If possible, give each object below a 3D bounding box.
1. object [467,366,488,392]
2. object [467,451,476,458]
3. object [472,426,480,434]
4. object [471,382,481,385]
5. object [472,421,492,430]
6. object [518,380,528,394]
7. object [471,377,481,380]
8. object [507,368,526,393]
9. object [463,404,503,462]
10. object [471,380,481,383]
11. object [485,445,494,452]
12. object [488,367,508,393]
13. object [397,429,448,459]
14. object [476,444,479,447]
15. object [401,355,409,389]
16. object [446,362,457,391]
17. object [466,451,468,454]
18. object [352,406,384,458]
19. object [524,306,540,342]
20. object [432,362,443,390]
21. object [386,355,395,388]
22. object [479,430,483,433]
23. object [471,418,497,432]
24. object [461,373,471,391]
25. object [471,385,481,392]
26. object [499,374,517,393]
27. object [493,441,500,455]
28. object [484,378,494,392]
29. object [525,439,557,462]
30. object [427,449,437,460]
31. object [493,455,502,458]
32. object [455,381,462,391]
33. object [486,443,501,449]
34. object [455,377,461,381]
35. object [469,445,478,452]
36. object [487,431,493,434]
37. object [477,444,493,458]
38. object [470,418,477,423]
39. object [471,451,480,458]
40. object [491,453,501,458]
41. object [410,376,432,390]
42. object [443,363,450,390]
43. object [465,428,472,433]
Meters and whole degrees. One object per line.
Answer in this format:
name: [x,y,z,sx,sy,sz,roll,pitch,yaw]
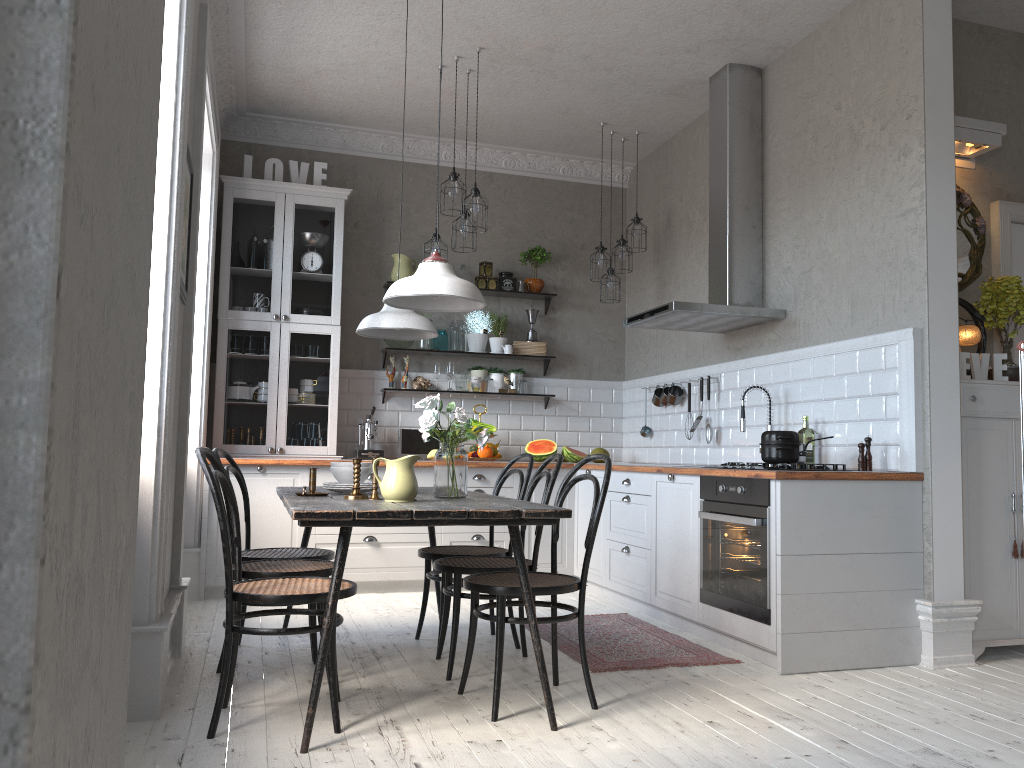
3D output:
object: [-0.270,-0.039,6.799,0.160,0.217,0.153,5,-6,-37]
object: [-0.306,0.521,6.489,0.084,0.057,0.089,0,-5,15]
object: [-0.265,0.341,6.461,0.059,0.069,0.079,1,-5,2]
object: [-0.270,0.017,6.663,0.078,0.051,0.076,3,-5,-24]
object: [-0.208,0.320,6.598,0.180,0.096,0.088,1,-5,2]
object: [0.083,0.023,6.810,0.079,0.108,0.076,3,-5,-24]
object: [-0.270,-0.026,6.667,0.079,0.051,0.076,4,-5,-31]
object: [0.034,-0.019,6.916,0.161,0.213,0.151,3,-5,-20]
object: [-0.238,0.361,6.541,0.359,0.425,0.345,4,-5,-32]
object: [-0.270,-0.001,6.665,0.077,0.051,0.077,1,-5,1]
object: [-0.177,0.486,6.501,0.088,0.078,0.088,0,-5,9]
object: [-0.122,-0.028,6.856,0.172,0.214,0.148,0,-5,12]
object: [-0.650,0.443,6.436,0.356,0.226,0.087,3,-5,-18]
object: [-0.240,0.483,6.599,0.086,0.093,0.085,3,-5,-21]
object: [-0.790,-0.084,6.591,0.052,0.264,0.062,0,-5,19]
object: [-0.452,-0.055,6.619,0.083,0.217,0.080,4,-5,-31]
object: [-0.354,0.519,6.511,0.076,0.072,0.153,0,-5,13]
object: [-0.998,0.349,6.237,0.208,0.370,0.349,2,-5,-17]
object: [0.158,-0.462,6.939,0.133,0.287,0.128,4,-5,-32]
object: [-0.564,-0.052,6.680,0.083,0.217,0.080,4,-5,-31]
object: [-0.896,-0.087,6.573,0.060,0.264,0.054,-3,-6,44]
object: [-0.230,0.366,6.486,0.064,0.061,0.066,2,-5,-17]
object: [-0.216,0.303,6.525,0.213,0.101,0.066,2,-5,-12]
object: [-0.348,-0.009,6.685,0.080,0.139,0.077,6,-6,-44]
object: [-0.271,0.034,6.662,0.078,0.051,0.076,3,-5,-24]
object: [-0.027,0.003,6.794,0.098,0.147,0.121,-3,-6,40]
object: [-0.125,0.472,6.586,0.061,0.120,0.126,1,-5,7]
object: [-0.174,0.014,6.752,0.079,0.108,0.076,3,-5,-24]
object: [0.215,0.491,6.504,0.235,0.174,0.218,1,-5,4]
object: [-0.501,0.503,6.270,0.199,0.083,0.187,2,-5,-17]
object: [-0.178,0.532,6.616,0.214,0.044,0.054,-1,-5,20]
object: [-0.398,0.022,6.744,0.078,0.083,0.078,1,-5,0]
object: [-0.153,0.465,6.586,0.129,0.056,0.058,3,-5,-25]
object: [-0.398,-0.011,6.747,0.078,0.083,0.078,1,-5,0]
object: [-0.272,0.493,6.595,0.078,0.076,0.155,0,-5,10]
object: [-0.186,0.372,6.536,0.077,0.062,0.098,6,-6,-44]
object: [-0.195,0.490,6.416,0.109,0.111,0.115,-3,-6,40]
object: [-0.281,0.280,6.510,0.074,0.058,0.050,5,-6,-40]
object: [-0.296,0.532,6.508,0.071,0.076,0.224,4,-6,-35]
object: [-0.128,0.533,6.505,0.088,0.051,0.069,-2,-5,30]
object: [-0.685,-0.007,6.594,0.180,0.111,0.094,5,-6,-40]
object: [-0.480,-0.049,6.703,0.083,0.217,0.080,4,-5,-31]
object: [-0.300,0.361,6.526,0.097,0.078,0.099,4,-5,-30]
